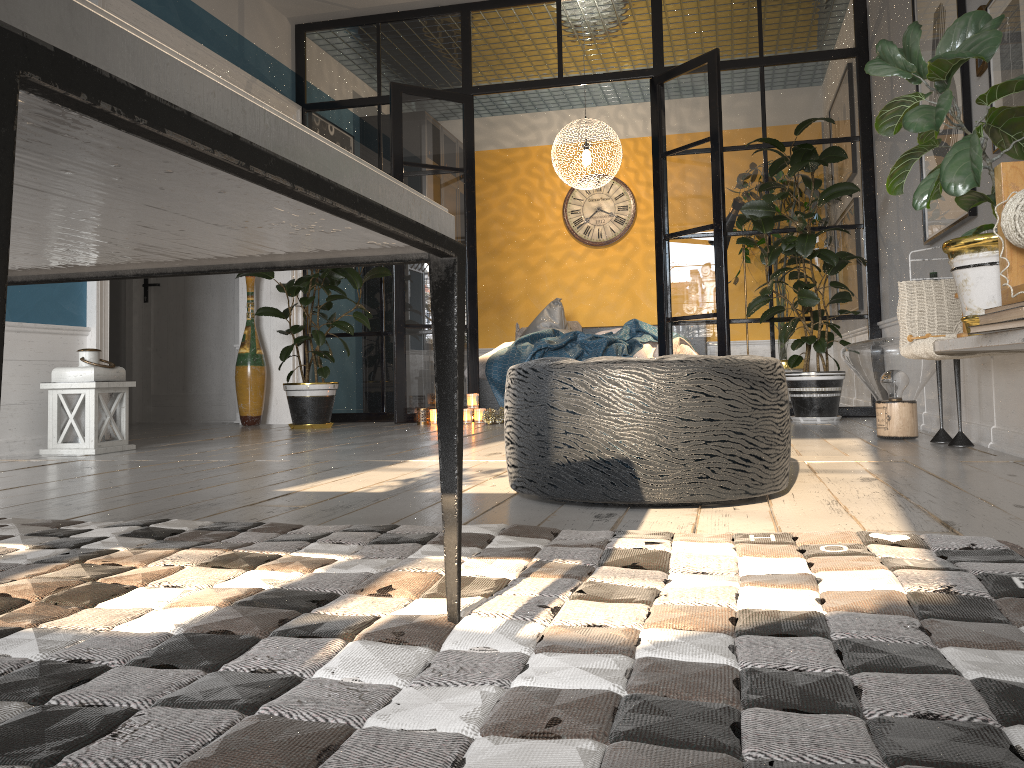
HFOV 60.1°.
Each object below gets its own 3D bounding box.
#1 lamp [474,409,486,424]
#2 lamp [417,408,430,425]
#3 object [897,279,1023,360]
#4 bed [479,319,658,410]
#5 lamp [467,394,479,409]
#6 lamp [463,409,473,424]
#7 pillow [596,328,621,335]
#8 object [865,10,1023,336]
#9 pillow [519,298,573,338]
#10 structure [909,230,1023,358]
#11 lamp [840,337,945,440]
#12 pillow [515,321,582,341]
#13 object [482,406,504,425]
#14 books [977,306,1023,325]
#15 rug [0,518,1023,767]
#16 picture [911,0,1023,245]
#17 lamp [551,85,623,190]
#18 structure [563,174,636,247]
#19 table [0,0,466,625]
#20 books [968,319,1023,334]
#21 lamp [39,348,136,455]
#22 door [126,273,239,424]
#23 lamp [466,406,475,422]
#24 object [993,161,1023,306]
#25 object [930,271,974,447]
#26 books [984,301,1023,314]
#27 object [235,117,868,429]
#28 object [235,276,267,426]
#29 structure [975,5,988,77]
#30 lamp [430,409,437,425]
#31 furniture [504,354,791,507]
[{"bbox_3d":[-0.211,0.213,5.826,0.080,0.099,0.080,0,-2,-36],"label":"lamp"},{"bbox_3d":[-0.586,0.217,5.842,0.084,0.111,0.084,-1,-2,-11],"label":"lamp"},{"bbox_3d":[1.525,-0.237,2.979,0.328,0.307,0.783,-2,0,14],"label":"object"},{"bbox_3d":[0.774,-0.163,7.470,1.896,0.772,2.319,-1,0,14],"label":"bed"},{"bbox_3d":[-0.258,0.115,5.844,0.080,0.099,0.080,0,-2,-36],"label":"lamp"},{"bbox_3d":[-0.298,0.214,5.854,0.080,0.099,0.080,0,-2,-36],"label":"lamp"},{"bbox_3d":[1.000,-0.396,7.872,0.593,0.228,0.483,-1,0,-27],"label":"pillow"},{"bbox_3d":[1.331,-0.616,2.516,0.545,0.967,0.508,-1,-3,-1],"label":"object"},{"bbox_3d":[0.316,-0.478,8.039,0.782,0.601,0.498,-2,-2,20],"label":"pillow"},{"bbox_3d":[1.309,-0.317,1.997,0.308,0.487,2.771,-2,0,14],"label":"structure"},{"bbox_3d":[1.662,0.017,3.836,0.432,0.439,0.432,-2,-2,35],"label":"lamp"},{"bbox_3d":[0.416,-0.387,8.442,0.755,0.457,0.512,-1,-1,-15],"label":"pillow"},{"bbox_3d":[-0.093,0.207,6.004,0.192,0.118,0.716,-1,0,3],"label":"object"},{"bbox_3d":[1.312,-0.166,2.129,0.260,0.029,0.383,-1,0,14],"label":"books"},{"bbox_3d":[-0.583,0.299,0.958,2.525,0.034,1.767,-1,1,14],"label":"rug"},{"bbox_3d":[-0.048,-1.358,4.494,4.036,1.800,7.282,-1,0,14],"label":"picture"},{"bbox_3d":[0.642,-2.228,7.677,0.616,1.100,0.614,1,-3,-36],"label":"lamp"},{"bbox_3d":[0.859,-1.717,8.728,0.726,0.727,0.070,-2,-3,14],"label":"structure"},{"bbox_3d":[-0.844,0.065,0.873,1.455,0.513,0.731,-1,-1,14],"label":"table"},{"bbox_3d":[1.314,-0.141,2.115,0.296,0.021,0.367,-1,0,8],"label":"books"},{"bbox_3d":[-1.956,0.074,4.092,0.286,0.479,0.286,-2,-2,13],"label":"lamp"},{"bbox_3d":[-2.568,-0.851,7.053,1.036,2.315,0.177,-2,-3,14],"label":"door"},{"bbox_3d":[-0.276,0.208,6.087,0.081,0.107,0.080,-2,-2,13],"label":"lamp"},{"bbox_3d":[1.284,-0.345,2.024,0.238,0.441,0.544,-2,-1,14],"label":"object"},{"bbox_3d":[1.722,-0.114,3.503,0.091,0.703,0.278,-2,-3,6],"label":"object"},{"bbox_3d":[1.322,-0.188,2.131,0.229,0.017,0.378,-1,0,11],"label":"books"},{"bbox_3d":[0.251,-0.643,5.619,3.894,1.801,1.008,-1,-2,13],"label":"object"},{"bbox_3d":[-1.845,-0.267,6.250,0.215,1.128,0.215,-2,-3,8],"label":"object"},{"bbox_3d":[1.660,-1.277,2.961,0.024,0.263,0.738,-2,0,14],"label":"structure"},{"bbox_3d":[-0.506,0.219,5.887,0.080,0.099,0.080,0,-2,-36],"label":"lamp"},{"bbox_3d":[0.347,0.102,2.326,0.735,0.358,0.734,-1,0,1],"label":"furniture"}]
